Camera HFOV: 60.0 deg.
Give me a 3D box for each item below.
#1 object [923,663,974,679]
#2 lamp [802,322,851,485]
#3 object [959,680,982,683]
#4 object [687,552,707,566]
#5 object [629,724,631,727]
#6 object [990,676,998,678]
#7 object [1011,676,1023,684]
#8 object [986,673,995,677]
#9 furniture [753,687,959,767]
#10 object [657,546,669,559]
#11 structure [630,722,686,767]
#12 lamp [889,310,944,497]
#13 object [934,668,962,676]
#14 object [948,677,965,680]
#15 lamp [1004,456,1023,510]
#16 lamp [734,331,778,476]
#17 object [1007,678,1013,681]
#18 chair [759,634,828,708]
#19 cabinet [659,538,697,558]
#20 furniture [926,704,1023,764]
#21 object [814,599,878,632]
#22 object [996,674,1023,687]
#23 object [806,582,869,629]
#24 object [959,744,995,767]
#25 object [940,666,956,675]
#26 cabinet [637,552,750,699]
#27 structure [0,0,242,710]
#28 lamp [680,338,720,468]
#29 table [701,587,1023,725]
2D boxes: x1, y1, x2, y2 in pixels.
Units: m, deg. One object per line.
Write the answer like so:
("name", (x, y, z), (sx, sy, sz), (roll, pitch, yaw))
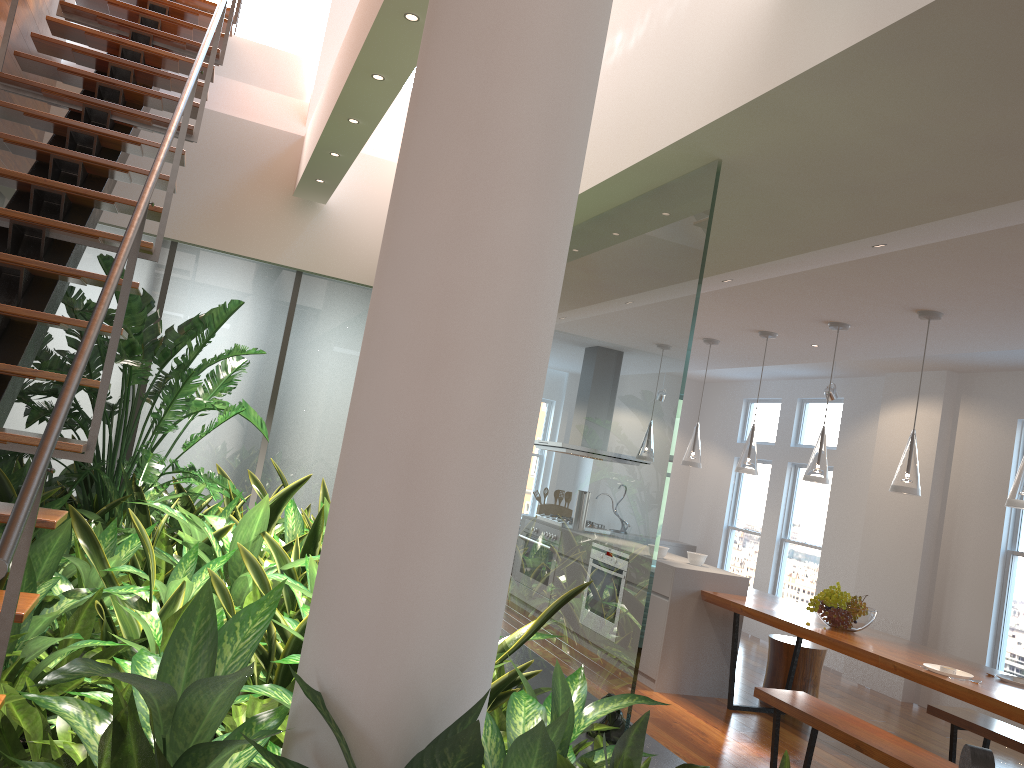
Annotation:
("object", (2.100, 1.388, 4.273), (0.222, 0.020, 0.222), (8, -5, 21))
("lamp", (1.946, 0.081, 5.454), (0.160, 1.060, 0.160), (10, -5, 8))
("object", (2.132, 1.386, 4.142), (0.149, 0.014, 0.044), (12, -5, -20))
("object", (1.343, 1.276, 6.456), (0.152, 0.082, 0.152), (7, -6, 31))
("object", (0.382, 1.270, 3.383), (0.181, 0.155, 0.216), (7, -6, 35))
("object", (2.466, 1.478, 4.459), (0.164, 0.006, 0.017), (12, -5, -24))
("object", (2.507, 1.464, 4.366), (0.079, 0.030, 0.070), (8, -5, 24))
("object", (2.456, 1.474, 4.479), (0.149, 0.014, 0.044), (12, -5, -18))
("furniture", (1.646, 1.820, 4.087), (0.316, 0.389, 1.433), (12, -5, -19))
("object", (1.070, 1.230, 6.491), (0.152, 0.082, 0.152), (8, -5, 20))
("structure", (-0.841, 1.269, 2.760), (3.088, 0.386, 5.584), (12, -5, -19))
("lamp", (2.189, 0.066, 4.773), (0.160, 1.060, 0.160), (10, -5, 8))
("object", (2.099, 1.392, 4.273), (0.124, 0.011, 0.124), (10, -5, 2))
("object", (2.121, 1.391, 4.173), (0.164, 0.006, 0.017), (11, -5, -14))
("lamp", (2.432, 0.051, 4.092), (0.160, 1.060, 0.160), (10, -5, 8))
("lamp", (1.703, 0.095, 6.135), (0.160, 1.060, 0.160), (10, -5, 8))
("object", (2.505, 1.474, 4.365), (0.124, 0.011, 0.124), (14, -6, -37))
("chair", (1.960, 2.027, 6.188), (0.396, 0.455, 0.402), (13, -6, -29))
("cabinet", (1.446, 2.150, 10.436), (1.309, 0.725, 0.420), (12, -5, -19))
("furniture", (2.749, 2.054, 4.476), (0.316, 0.389, 1.433), (12, -5, -19))
("object", (1.967, 1.385, 5.261), (0.360, 0.159, 0.360), (7, -6, 34))
("object", (2.506, 1.470, 4.366), (0.222, 0.020, 0.222), (13, -5, -27))
("object", (1.949, 1.318, 5.271), (0.292, 0.284, 0.394), (7, -6, 35))
("object", (0.980, 1.034, 1.779), (0.318, 0.565, 0.134), (9, -5, 17))
("object", (2.101, 1.382, 4.274), (0.079, 0.030, 0.070), (7, -6, 34))
("cabinet", (0.807, 1.726, 7.401), (0.597, 0.832, 2.936), (12, -5, -19))
("structure", (-0.889, -0.804, 3.491), (2.552, 4.265, 4.591), (12, -5, -19))
("lamp", (1.460, 0.110, 6.816), (0.160, 1.060, 0.160), (10, -5, 8))
("table", (1.574, 1.825, 6.190), (0.893, 0.704, 5.996), (12, -5, -19))
